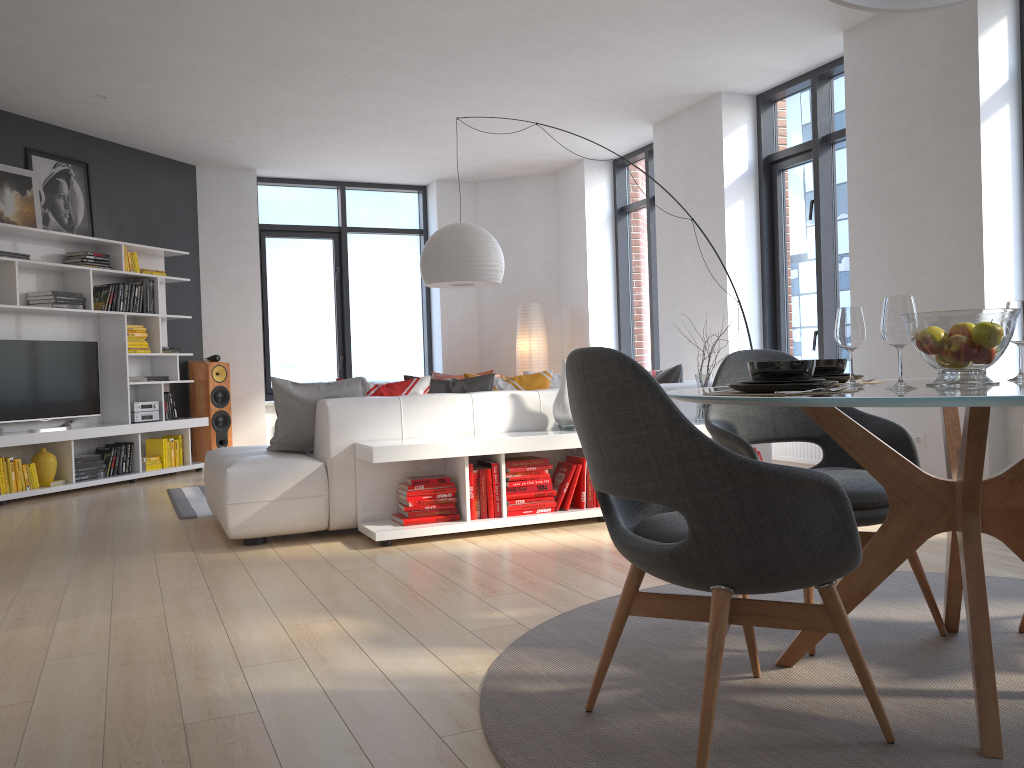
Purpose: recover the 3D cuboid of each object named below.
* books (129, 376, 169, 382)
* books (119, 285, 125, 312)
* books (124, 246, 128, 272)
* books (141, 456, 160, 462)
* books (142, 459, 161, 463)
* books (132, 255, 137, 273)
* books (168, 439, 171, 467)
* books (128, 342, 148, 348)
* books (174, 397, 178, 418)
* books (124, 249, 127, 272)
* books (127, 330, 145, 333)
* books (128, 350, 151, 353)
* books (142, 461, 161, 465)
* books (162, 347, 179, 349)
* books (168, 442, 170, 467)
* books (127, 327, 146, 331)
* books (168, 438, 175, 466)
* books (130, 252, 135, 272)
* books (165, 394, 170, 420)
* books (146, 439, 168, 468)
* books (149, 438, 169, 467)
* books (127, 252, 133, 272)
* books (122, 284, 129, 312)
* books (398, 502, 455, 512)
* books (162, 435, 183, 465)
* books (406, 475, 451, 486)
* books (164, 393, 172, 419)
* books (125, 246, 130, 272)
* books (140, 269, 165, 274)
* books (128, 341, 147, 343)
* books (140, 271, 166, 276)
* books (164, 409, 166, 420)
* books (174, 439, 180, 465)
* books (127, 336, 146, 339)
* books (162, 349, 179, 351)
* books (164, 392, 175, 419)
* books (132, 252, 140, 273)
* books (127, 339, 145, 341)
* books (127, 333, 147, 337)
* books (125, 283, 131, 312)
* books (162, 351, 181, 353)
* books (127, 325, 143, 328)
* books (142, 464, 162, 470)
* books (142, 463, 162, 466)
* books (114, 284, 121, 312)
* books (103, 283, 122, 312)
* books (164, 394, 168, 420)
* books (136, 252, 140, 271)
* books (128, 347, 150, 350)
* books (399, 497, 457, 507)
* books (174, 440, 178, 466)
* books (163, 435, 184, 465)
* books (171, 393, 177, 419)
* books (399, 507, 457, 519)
[{"bbox_3d":[-3.294,-0.045,8.001,0.250,0.047,0.310,-2,1,17],"label":"books"},{"bbox_3d":[-3.429,-0.731,7.648,0.179,0.243,0.068,-2,1,20],"label":"books"},{"bbox_3d":[-3.407,-1.075,7.669,0.163,0.224,0.041,-2,1,20],"label":"books"},{"bbox_3d":[-3.235,0.663,7.842,0.138,0.026,0.186,-2,1,21],"label":"books"},{"bbox_3d":[-3.221,0.683,7.841,0.134,0.014,0.187,-2,1,21],"label":"books"},{"bbox_3d":[-3.339,-1.046,7.750,0.108,0.161,0.046,-2,1,20],"label":"books"},{"bbox_3d":[-3.162,0.620,8.019,0.180,0.251,0.019,-2,1,21],"label":"books"},{"bbox_3d":[-3.378,-0.340,7.836,0.189,0.042,0.243,-2,1,21],"label":"books"},{"bbox_3d":[-3.198,0.208,8.220,0.179,0.233,0.077,-2,1,21],"label":"books"},{"bbox_3d":[-3.398,-1.077,7.640,0.161,0.229,0.041,-2,1,20],"label":"books"},{"bbox_3d":[-3.391,-0.459,7.842,0.160,0.022,0.227,-1,1,37],"label":"books"},{"bbox_3d":[-3.363,-0.281,7.834,0.194,0.028,0.257,-1,1,26],"label":"books"},{"bbox_3d":[-3.209,0.698,7.830,0.113,0.018,0.169,-2,1,23],"label":"books"},{"bbox_3d":[-3.207,-0.328,8.166,0.161,0.023,0.213,-1,1,25],"label":"books"},{"bbox_3d":[-3.152,0.633,7.993,0.156,0.229,0.024,-2,1,21],"label":"books"},{"bbox_3d":[-3.385,-0.483,7.848,0.163,0.023,0.223,-1,1,26],"label":"books"},{"bbox_3d":[-3.150,0.620,8.043,0.185,0.250,0.035,-2,1,21],"label":"books"},{"bbox_3d":[-3.357,-1.055,7.737,0.128,0.178,0.044,-2,1,21],"label":"books"},{"bbox_3d":[-3.214,0.210,8.103,0.170,0.236,0.049,-2,1,22],"label":"books"},{"bbox_3d":[-3.188,0.620,7.954,0.198,0.255,0.044,-2,1,21],"label":"books"},{"bbox_3d":[-3.179,0.617,7.983,0.199,0.263,0.015,-2,1,21],"label":"books"},{"bbox_3d":[-3.371,-1.054,7.721,0.132,0.180,0.054,-2,1,21],"label":"books"},{"bbox_3d":[-3.420,-0.737,7.684,0.191,0.249,0.084,-2,1,21],"label":"books"},{"bbox_3d":[-0.448,0.633,4.629,0.266,0.026,0.187,-2,1,-18],"label":"books"},{"bbox_3d":[-3.118,0.608,8.147,0.204,0.270,0.029,-2,1,21],"label":"books"},{"bbox_3d":[-0.439,0.502,4.633,0.206,0.029,0.152,-2,1,-18],"label":"books"},{"bbox_3d":[-3.199,0.205,8.121,0.169,0.242,0.050,-2,1,21],"label":"books"},{"bbox_3d":[-3.404,-1.076,7.700,0.164,0.224,0.054,-2,1,21],"label":"books"},{"bbox_3d":[-3.305,-1.011,8.010,0.203,0.024,0.257,-1,1,24],"label":"books"},{"bbox_3d":[-3.392,-0.368,7.838,0.189,0.014,0.251,-1,1,25],"label":"books"},{"bbox_3d":[-3.295,-0.986,8.011,0.194,0.028,0.257,-1,1,26],"label":"books"},{"bbox_3d":[-3.245,0.195,8.055,0.202,0.268,0.053,-2,1,21],"label":"books"},{"bbox_3d":[-3.123,0.626,8.119,0.172,0.234,0.024,-2,1,21],"label":"books"},{"bbox_3d":[-3.390,-0.406,7.839,0.171,0.019,0.239,-2,1,21],"label":"books"},{"bbox_3d":[-3.193,-0.309,8.158,0.142,0.015,0.198,-2,1,20],"label":"books"},{"bbox_3d":[-3.200,0.200,8.152,0.193,0.255,0.066,-2,1,21],"label":"books"},{"bbox_3d":[-3.345,-1.059,7.778,0.141,0.184,0.064,-2,1,22],"label":"books"},{"bbox_3d":[-3.378,-0.386,7.822,0.145,0.023,0.217,-1,1,26],"label":"books"},{"bbox_3d":[-3.385,-0.432,7.847,0.176,0.033,0.239,-1,1,25],"label":"books"},{"bbox_3d":[-3.409,-0.742,7.716,0.197,0.260,0.066,-2,1,21],"label":"books"},{"bbox_3d":[-3.190,-0.290,8.159,0.161,0.023,0.213,-1,1,25],"label":"books"},{"bbox_3d":[-3.410,-0.505,7.847,0.163,0.023,0.223,-1,1,26],"label":"books"},{"bbox_3d":[-3.220,0.735,7.841,0.147,0.033,0.190,-2,1,21],"label":"books"},{"bbox_3d":[-3.225,0.712,7.843,0.148,0.011,0.196,-2,1,21],"label":"books"},{"bbox_3d":[-3.429,-0.729,7.594,0.172,0.242,0.069,-2,1,22],"label":"books"},{"bbox_3d":[-3.445,-0.737,7.625,0.192,0.254,0.075,-2,1,20],"label":"books"},{"bbox_3d":[-3.230,0.210,8.083,0.189,0.240,0.053,-2,1,22],"label":"books"},{"bbox_3d":[-3.344,-1.060,7.802,0.142,0.184,0.044,-2,1,22],"label":"books"},{"bbox_3d":[-3.372,-0.307,7.834,0.203,0.024,0.257,-1,1,24],"label":"books"},{"bbox_3d":[-0.442,0.607,4.639,0.257,0.025,0.182,-2,1,-24],"label":"books"},{"bbox_3d":[-3.129,0.626,8.093,0.172,0.234,0.024,-2,1,21],"label":"books"},{"bbox_3d":[-3.117,0.607,8.175,0.213,0.270,0.025,-2,1,21],"label":"books"},{"bbox_3d":[-3.181,0.204,8.177,0.177,0.242,0.066,-2,1,21],"label":"books"},{"bbox_3d":[-0.442,0.662,4.641,0.259,0.034,0.206,-2,1,-21],"label":"books"}]
